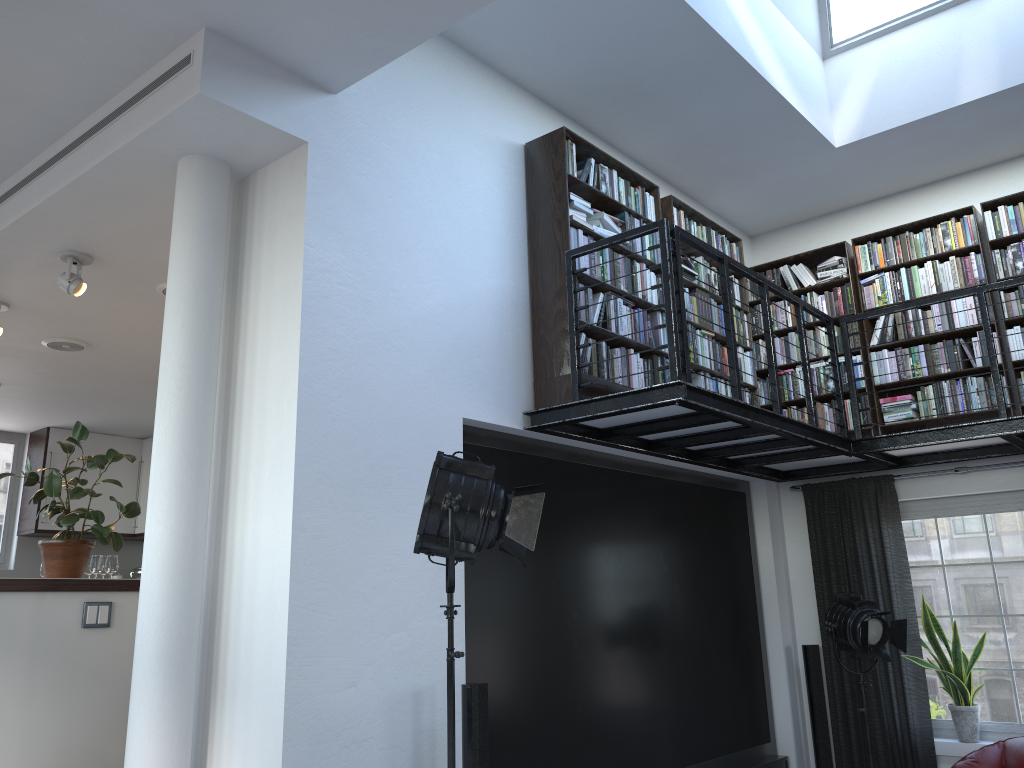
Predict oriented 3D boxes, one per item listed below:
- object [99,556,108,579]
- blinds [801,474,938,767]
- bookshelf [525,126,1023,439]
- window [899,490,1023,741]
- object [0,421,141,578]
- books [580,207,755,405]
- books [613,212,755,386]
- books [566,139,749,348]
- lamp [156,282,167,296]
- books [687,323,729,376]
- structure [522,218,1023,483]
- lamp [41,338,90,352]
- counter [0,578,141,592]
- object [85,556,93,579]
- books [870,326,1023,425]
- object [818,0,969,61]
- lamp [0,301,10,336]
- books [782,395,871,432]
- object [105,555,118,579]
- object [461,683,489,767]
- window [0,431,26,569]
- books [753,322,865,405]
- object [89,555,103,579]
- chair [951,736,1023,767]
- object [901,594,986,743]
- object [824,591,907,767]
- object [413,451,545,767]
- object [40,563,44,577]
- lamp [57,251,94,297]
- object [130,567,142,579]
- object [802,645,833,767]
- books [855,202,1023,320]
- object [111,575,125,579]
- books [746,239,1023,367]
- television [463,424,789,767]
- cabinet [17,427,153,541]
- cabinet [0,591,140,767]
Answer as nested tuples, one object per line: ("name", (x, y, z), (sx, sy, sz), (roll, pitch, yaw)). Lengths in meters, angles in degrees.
("object", (-2.777, 1.287, 6.025), (0.082, 0.225, 0.082), (-3, -16, 5))
("blinds", (3.193, 1.694, 5.703), (2.496, 2.410, 0.124), (-14, -20, 38))
("bookshelf", (2.803, -0.768, 4.747), (4.454, 1.633, 3.072), (-13, -19, 38))
("window", (3.165, 1.572, 6.045), (1.161, 1.622, 0.132), (-14, -20, 38))
("object", (-2.484, 0.651, 4.945), (0.775, 0.900, 0.432), (-4, -16, 7))
("books", (2.542, -0.905, 4.462), (4.357, 1.423, 2.193), (-13, -19, 37))
("books", (2.733, -0.723, 4.654), (4.315, 1.151, 1.589), (-13, -19, 37))
("books", (0.929, -0.547, 5.731), (0.313, 1.437, 2.195), (-15, -20, 39))
("lamp", (-2.090, -0.587, 5.642), (0.327, 0.025, 0.326), (-13, -18, 37))
("books", (2.903, -0.817, 4.848), (4.363, 1.419, 1.163), (-13, -19, 38))
("structure", (2.351, 0.717, 3.716), (4.467, 3.389, 4.590), (-14, -19, 38))
("lamp", (-3.352, -0.292, 6.657), (0.327, 0.025, 0.326), (12, -20, -43))
("counter", (-3.555, 1.411, 5.859), (4.180, 0.062, 1.438), (-13, -18, 38))
("object", (-2.847, 1.275, 5.969), (0.082, 0.225, 0.082), (-3, -16, 6))
("books", (3.977, -0.523, 5.518), (3.376, 1.133, 0.239), (-13, -20, 38))
("object", (2.701, -2.912, 5.328), (2.211, 0.640, 1.179), (-13, -19, 38))
("lamp", (-3.383, -0.405, 5.759), (0.182, 0.241, 0.182), (-16, -21, 41))
("books", (3.353, -0.689, 5.432), (4.413, 1.444, 1.278), (-14, -20, 40))
("object", (-2.699, 1.269, 5.964), (0.082, 0.225, 0.082), (10, -20, -35))
("object", (-0.156, 1.872, 3.608), (0.157, 1.233, 0.156), (-8, -17, 20))
("window", (-5.762, 1.149, 9.089), (0.132, 1.474, 1.291), (-15, -20, 38))
("books", (3.680, -0.605, 5.780), (4.415, 1.426, 0.226), (-13, -20, 38))
("object", (-2.775, 1.257, 5.909), (0.082, 0.225, 0.082), (3, -17, -16))
("chair", (2.895, 2.440, 5.109), (0.830, 0.719, 0.822), (-2, -15, 1))
("object", (2.810, 1.892, 5.925), (0.524, 0.949, 0.549), (11, -20, -38))
("object", (3.278, 2.002, 5.218), (2.899, 1.595, 0.747), (-8, -17, 23))
("object", (-0.128, 1.020, 3.131), (0.544, 1.595, 0.604), (0, -16, -6))
("object", (-3.250, 1.339, 6.177), (0.082, 0.225, 0.082), (2, -16, -13))
("lamp", (-2.495, -0.612, 5.045), (0.182, 0.241, 0.182), (-16, -21, 41))
("object", (-3.957, 2.233, 9.910), (0.871, 0.378, 0.242), (-12, -19, 34))
("object", (2.162, 2.483, 6.252), (0.157, 1.233, 0.156), (9, -20, -33))
("books", (3.675, -0.880, 5.870), (2.624, 0.836, 0.212), (-13, -20, 38))
("object", (-4.428, 2.187, 9.940), (0.153, 0.071, 0.151), (-1, -15, -4))
("books", (3.677, -0.595, 5.774), (4.420, 1.411, 0.241), (-13, -20, 38))
("television", (0.803, 1.641, 5.269), (0.116, 2.452, 3.334), (-15, -20, 38))
("cabinet", (-4.005, 1.028, 5.645), (7.265, 3.033, 7.188), (-13, -19, 38))
("cabinet", (-3.532, 1.980, 5.686), (4.150, 1.183, 1.492), (-13, -19, 38))
